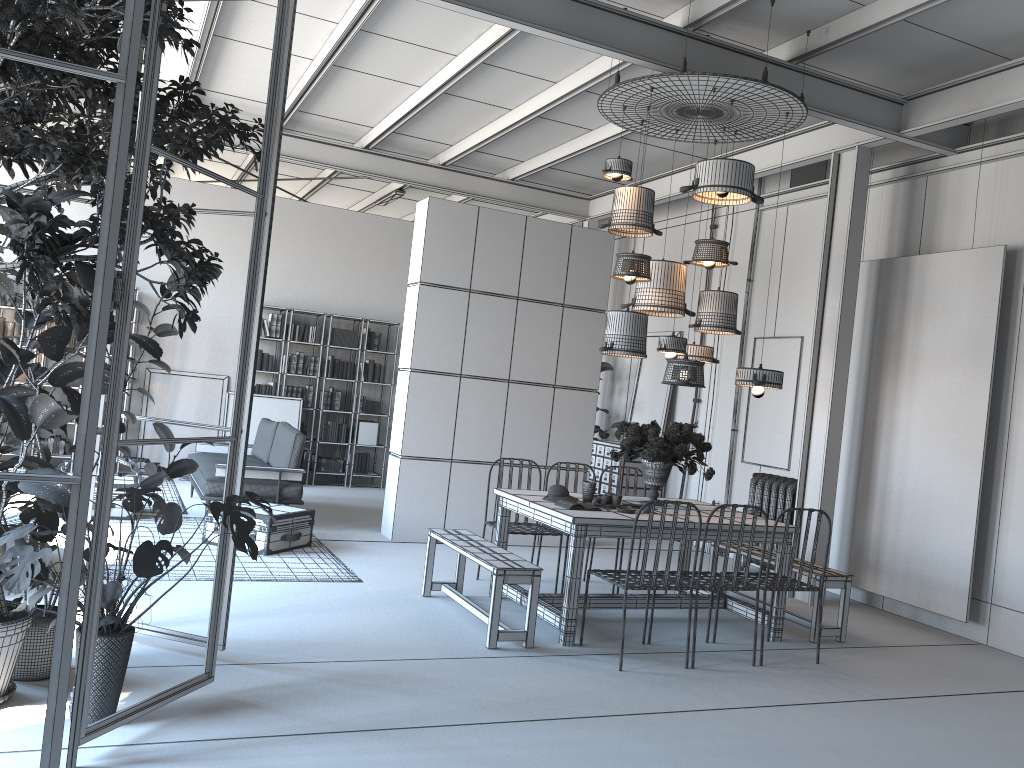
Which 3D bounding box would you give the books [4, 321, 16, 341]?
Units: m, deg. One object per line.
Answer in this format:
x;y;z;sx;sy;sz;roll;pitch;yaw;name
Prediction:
-5.821;-0.588;10.274;0.091;0.266;0.195;6;-1;-24;books

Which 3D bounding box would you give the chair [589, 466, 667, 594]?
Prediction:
0.993;1.189;7.297;0.474;0.975;0.488;6;-1;-24;chair

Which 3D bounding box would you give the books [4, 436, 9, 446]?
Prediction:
-5.918;0.690;10.414;0.049;0.195;0.279;6;-1;-24;books

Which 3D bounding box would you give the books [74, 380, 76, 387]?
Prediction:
-5.205;-0.056;10.576;0.012;0.177;0.134;6;-1;-24;books

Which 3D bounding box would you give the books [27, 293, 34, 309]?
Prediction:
-5.636;-0.968;10.405;0.056;0.195;0.270;6;-1;-24;books

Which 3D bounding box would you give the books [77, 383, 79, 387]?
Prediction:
-5.174;-0.053;10.591;0.012;0.177;0.134;6;-1;-24;books

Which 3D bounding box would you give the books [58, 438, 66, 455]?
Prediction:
-5.401;0.755;10.648;0.056;0.185;0.260;6;-1;-24;books

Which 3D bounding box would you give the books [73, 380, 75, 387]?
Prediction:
-5.215;-0.057;10.572;0.012;0.177;0.134;6;-1;-24;books

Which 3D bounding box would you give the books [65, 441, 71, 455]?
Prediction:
-5.340;0.776;10.667;0.069;0.157;0.241;6;-1;-23;books

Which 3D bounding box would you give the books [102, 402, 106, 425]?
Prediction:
-4.936;0.356;10.719;0.027;0.278;0.202;6;-1;-24;books

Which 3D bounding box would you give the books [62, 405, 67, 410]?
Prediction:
-5.355;0.349;10.590;0.049;0.193;0.278;6;-1;-24;books

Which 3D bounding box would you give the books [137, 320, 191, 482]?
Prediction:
-4.171;0.080;10.535;0.264;2.162;2.306;6;-1;44;books

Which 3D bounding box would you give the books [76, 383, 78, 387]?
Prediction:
-5.184;-0.054;10.586;0.012;0.177;0.134;6;-1;-24;books

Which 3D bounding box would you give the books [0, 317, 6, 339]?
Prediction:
-5.897;-0.618;10.217;0.071;0.304;0.224;6;-1;-24;books

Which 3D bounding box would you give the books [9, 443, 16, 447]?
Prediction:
-5.875;0.695;10.434;0.047;0.192;0.279;6;-1;-24;books

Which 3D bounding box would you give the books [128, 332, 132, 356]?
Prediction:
-4.715;-0.489;10.854;0.071;0.303;0.222;6;-1;-29;books

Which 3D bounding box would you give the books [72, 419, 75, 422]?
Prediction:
-5.242;0.362;10.642;0.047;0.190;0.278;6;-1;-24;books

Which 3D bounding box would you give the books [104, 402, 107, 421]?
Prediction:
-4.912;0.358;10.731;0.027;0.278;0.202;6;-1;-24;books

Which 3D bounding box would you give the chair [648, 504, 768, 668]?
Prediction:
1.228;1.199;5.539;0.474;0.975;0.488;6;-1;-24;chair

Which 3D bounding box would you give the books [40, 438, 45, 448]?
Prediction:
-5.592;0.739;10.553;0.040;0.176;0.242;6;-1;-24;books

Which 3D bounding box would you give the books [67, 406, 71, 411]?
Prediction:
-5.304;0.361;10.624;0.077;0.185;0.259;6;-1;-23;books

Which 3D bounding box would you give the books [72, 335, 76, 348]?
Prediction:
-5.241;-0.510;10.613;0.022;0.226;0.163;6;-1;-24;books

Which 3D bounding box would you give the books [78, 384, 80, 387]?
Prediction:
-5.163;-0.052;10.595;0.012;0.177;0.134;6;-1;-24;books

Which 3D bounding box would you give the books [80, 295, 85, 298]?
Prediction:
-5.163;-0.935;10.638;0.057;0.242;0.178;6;-1;-24;books

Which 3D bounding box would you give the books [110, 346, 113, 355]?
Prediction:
-4.854;-0.484;10.800;0.062;0.265;0.193;6;-1;-29;books

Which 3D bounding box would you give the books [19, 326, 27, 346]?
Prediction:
-5.698;-0.563;10.339;0.057;0.244;0.180;6;-1;-24;books

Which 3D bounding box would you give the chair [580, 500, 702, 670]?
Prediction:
0.778;1.149;5.336;0.474;0.975;0.488;6;-1;-24;chair

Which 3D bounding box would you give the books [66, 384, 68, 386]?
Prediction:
-5.278;-0.065;10.543;0.012;0.177;0.134;6;-1;-24;books

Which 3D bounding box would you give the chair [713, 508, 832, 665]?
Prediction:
1.690;1.251;5.748;0.474;0.975;0.488;6;-1;-24;chair

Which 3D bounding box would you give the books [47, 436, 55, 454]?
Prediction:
-5.514;0.730;10.607;0.061;0.207;0.283;6;-1;-24;books

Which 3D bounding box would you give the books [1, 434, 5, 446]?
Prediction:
-5.955;0.686;10.388;0.040;0.196;0.262;6;-1;-24;books

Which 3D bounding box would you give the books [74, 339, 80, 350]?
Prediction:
-5.210;-0.515;10.649;0.057;0.244;0.178;6;-1;-24;books

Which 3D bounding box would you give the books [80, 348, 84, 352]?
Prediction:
-5.160;-0.510;10.684;0.057;0.244;0.178;6;-1;-24;books

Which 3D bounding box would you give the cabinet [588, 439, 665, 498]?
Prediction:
1.357;1.242;10.819;0.668;1.026;0.796;6;-1;-24;cabinet

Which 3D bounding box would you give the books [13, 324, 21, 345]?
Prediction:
-5.747;-0.568;10.305;0.057;0.244;0.180;6;-1;-24;books

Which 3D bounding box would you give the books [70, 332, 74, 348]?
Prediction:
-5.261;-0.512;10.603;0.022;0.226;0.163;6;-1;-24;books

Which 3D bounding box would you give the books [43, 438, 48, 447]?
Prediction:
-5.556;0.742;10.569;0.040;0.176;0.242;6;-1;-24;books

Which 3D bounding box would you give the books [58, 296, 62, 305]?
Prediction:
-5.368;-0.942;10.544;0.043;0.213;0.154;6;-1;-24;books

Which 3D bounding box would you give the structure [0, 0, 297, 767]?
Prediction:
-2.347;-0.401;3.242;2.994;3.454;2.452;6;-1;-24;structure

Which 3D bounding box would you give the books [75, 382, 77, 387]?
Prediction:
-5.194;-0.055;10.581;0.012;0.177;0.134;6;-1;-24;books

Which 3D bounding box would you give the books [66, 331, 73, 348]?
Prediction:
-5.319;-0.539;10.602;0.091;0.265;0.193;6;-1;-24;books

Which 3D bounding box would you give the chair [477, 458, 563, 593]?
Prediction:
0.081;1.087;6.885;0.474;0.975;0.488;6;-1;-24;chair

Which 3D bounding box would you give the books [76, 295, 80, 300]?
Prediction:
-5.215;-0.941;10.593;0.077;0.244;0.178;6;-1;-25;books

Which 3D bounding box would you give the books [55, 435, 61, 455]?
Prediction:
-5.442;0.732;10.635;0.033;0.223;0.275;6;-1;-24;books

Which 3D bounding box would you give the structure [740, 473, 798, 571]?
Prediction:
2.542;1.388;8.534;0.328;1.007;0.733;6;-1;-24;structure

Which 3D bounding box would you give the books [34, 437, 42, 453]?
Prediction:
-5.637;0.729;10.548;0.047;0.184;0.271;6;-1;-24;books

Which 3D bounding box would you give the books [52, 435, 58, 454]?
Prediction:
-5.474;0.729;10.631;0.030;0.217;0.295;6;-1;-24;books

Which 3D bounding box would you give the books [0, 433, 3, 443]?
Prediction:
-5.990;0.682;10.381;0.030;0.192;0.277;6;-1;-24;books

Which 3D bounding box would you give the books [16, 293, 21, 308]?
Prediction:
-5.760;-0.970;10.364;0.040;0.174;0.240;6;-1;-24;books

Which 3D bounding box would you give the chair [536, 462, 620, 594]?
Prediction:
0.543;1.139;7.094;0.474;0.975;0.488;6;-1;-24;chair
